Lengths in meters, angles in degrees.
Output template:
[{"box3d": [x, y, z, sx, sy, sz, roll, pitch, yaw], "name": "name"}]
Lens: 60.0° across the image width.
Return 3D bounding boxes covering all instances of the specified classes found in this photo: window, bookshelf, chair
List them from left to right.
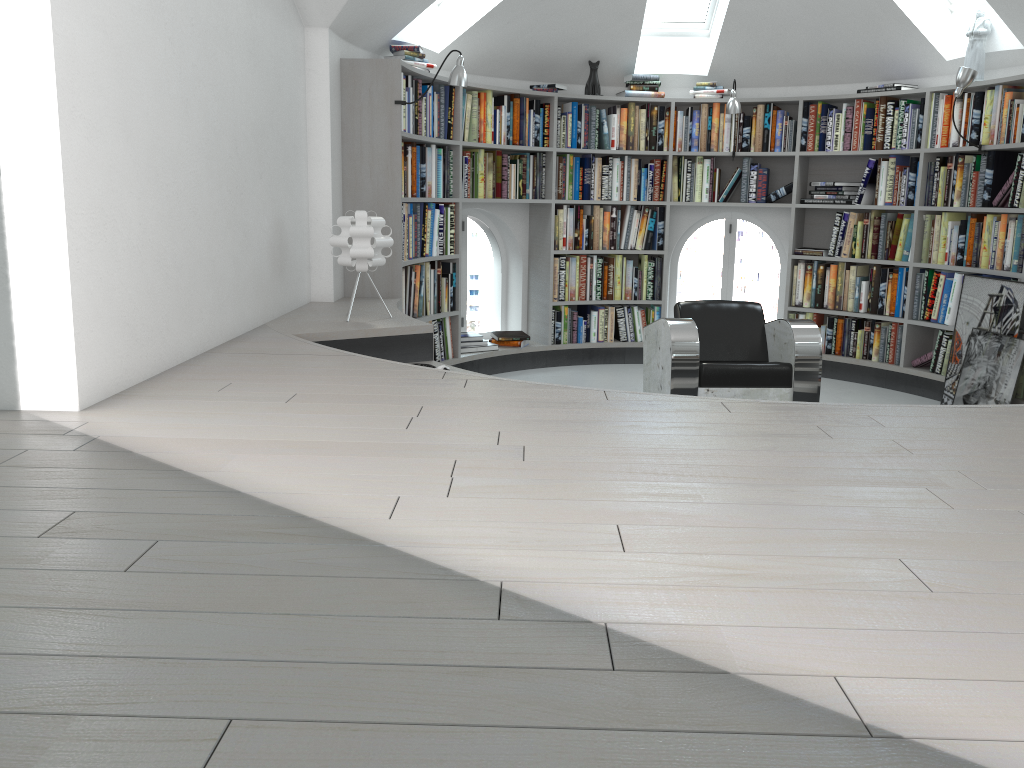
[{"box3d": [0.689, -0.875, 7.116, 3.231, 1.145, 0.620, -2, 11, -13], "name": "window"}, {"box3d": [1.194, -1.101, 6.193, 4.332, 1.870, 2.120, 1, 11, 1], "name": "bookshelf"}, {"box3d": [1.224, -2.836, 5.879, 4.055, 0.709, 1.943, 1, 12, 1], "name": "window"}, {"box3d": [1.223, -0.091, 5.075, 0.823, 0.716, 0.745, 0, 11, -4], "name": "chair"}]

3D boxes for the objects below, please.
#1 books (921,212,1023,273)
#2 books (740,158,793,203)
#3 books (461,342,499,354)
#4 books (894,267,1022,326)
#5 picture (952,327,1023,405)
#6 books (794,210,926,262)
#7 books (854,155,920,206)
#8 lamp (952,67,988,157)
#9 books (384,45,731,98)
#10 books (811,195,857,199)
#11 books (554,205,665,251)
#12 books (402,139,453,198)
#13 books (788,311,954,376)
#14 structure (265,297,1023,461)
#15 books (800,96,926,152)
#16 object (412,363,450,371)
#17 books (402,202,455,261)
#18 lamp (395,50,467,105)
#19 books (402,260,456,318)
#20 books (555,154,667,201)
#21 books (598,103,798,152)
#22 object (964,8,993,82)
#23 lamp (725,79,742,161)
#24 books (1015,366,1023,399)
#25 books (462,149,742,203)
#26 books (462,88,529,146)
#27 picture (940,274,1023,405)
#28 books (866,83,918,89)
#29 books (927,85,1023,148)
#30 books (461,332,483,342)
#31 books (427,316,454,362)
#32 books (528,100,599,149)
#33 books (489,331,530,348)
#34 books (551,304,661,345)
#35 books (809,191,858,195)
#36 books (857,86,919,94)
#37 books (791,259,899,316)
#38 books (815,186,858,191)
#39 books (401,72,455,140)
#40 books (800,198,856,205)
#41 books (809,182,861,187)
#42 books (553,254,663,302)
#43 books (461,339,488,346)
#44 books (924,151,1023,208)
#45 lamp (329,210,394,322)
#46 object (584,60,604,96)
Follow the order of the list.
[{"box3d": [3.037, -0.907, 5.635, 0.275, 0.346, 1.026, -2, 12, -14], "name": "books"}, {"box3d": [1.972, -1.553, 6.783, 0.399, 0.339, 0.225, 5, 12, 21], "name": "books"}, {"box3d": [-0.355, -0.289, 6.645, 0.366, 0.042, 0.389, -6, 14, -32], "name": "books"}, {"box3d": [2.998, -0.547, 5.764, 0.304, 0.357, 1.190, -3, 12, -18], "name": "books"}, {"box3d": [2.851, -0.030, 5.310, 0.107, 0.552, 0.492, -1, 11, -9], "name": "picture"}, {"box3d": [2.560, -1.085, 6.428, 0.976, 0.350, 0.252, 12, 15, 42], "name": "books"}, {"box3d": [2.727, -1.431, 6.246, 0.256, 0.349, 0.555, -9, 15, -42], "name": "books"}, {"box3d": [2.834, -1.667, 5.434, 0.275, 0.522, 0.113, -1, 10, -8], "name": "lamp"}, {"box3d": [0.339, -2.200, 6.389, 2.817, 0.172, 0.751, -5, 13, -28], "name": "books"}, {"box3d": [2.414, -1.392, 6.609, 0.286, 0.031, 0.270, 10, 15, 35], "name": "books"}, {"box3d": [0.729, -1.229, 6.961, 0.998, 0.350, 0.299, -2, 11, -15], "name": "books"}, {"box3d": [-0.672, -1.361, 5.654, 0.303, 0.346, 1.093, 4, 12, 16], "name": "books"}, {"box3d": [2.654, -0.316, 6.394, 0.360, 0.309, 1.503, -7, 14, -36], "name": "books"}, {"box3d": [1.152, -0.065, 4.973, 4.720, 0.689, 4.724, -10, 16, -43], "name": "structure"}, {"box3d": [2.534, -1.850, 6.347, 0.972, 0.365, 0.306, 12, 16, 43], "name": "books"}, {"box3d": [-0.365, -0.035, 3.792, 0.218, 0.082, 0.475, -7, 15, -35], "name": "object"}, {"box3d": [-0.646, -0.984, 5.685, 0.261, 0.357, 1.024, 4, 12, 18], "name": "books"}, {"box3d": [-0.463, -1.759, 5.094, 0.414, 0.310, 0.117, 1, 11, -2], "name": "lamp"}, {"box3d": [-0.723, -0.391, 5.533, 0.391, 0.692, 1.649, 3, 12, 11], "name": "books"}, {"box3d": [0.726, -1.608, 6.933, 1.028, 0.357, 0.302, -2, 11, -13], "name": "books"}, {"box3d": [1.411, -1.971, 6.830, 1.566, 0.365, 0.396, 2, 11, 6], "name": "books"}, {"box3d": [2.960, -2.150, 5.655, 0.179, 0.470, 0.180, 3, 11, 10], "name": "object"}, {"box3d": [1.624, -1.945, 6.557, 0.113, 0.563, 0.359, 2, 11, 8], "name": "lamp"}, {"box3d": [2.991, 0.045, 4.718, 0.272, 0.296, 1.153, 4, 12, 15], "name": "books"}, {"box3d": [0.575, -1.557, 6.708, 2.529, 0.369, 0.594, -3, 12, -18], "name": "books"}, {"box3d": [-0.209, -1.893, 6.329, 0.270, 0.371, 0.795, 11, 16, 43], "name": "books"}, {"box3d": [2.902, -0.222, 5.457, 0.090, 0.858, 0.581, -1, 11, -9], "name": "picture"}, {"box3d": [2.675, -2.087, 6.249, 0.233, 0.027, 0.248, -5, 13, -26], "name": "books"}, {"box3d": [3.040, -1.663, 5.513, 0.293, 0.360, 1.019, -2, 12, -16], "name": "books"}, {"box3d": [-0.354, -0.353, 6.633, 0.213, 0.036, 0.228, -4, 13, -22], "name": "books"}, {"box3d": [-0.673, -0.269, 5.884, 0.283, 0.318, 0.922, 5, 12, 19], "name": "books"}, {"box3d": [0.342, -1.957, 6.728, 0.683, 0.344, 0.266, -4, 12, -22], "name": "books"}, {"box3d": [-0.017, -0.343, 6.805, 0.318, 0.099, 0.293, 2, 12, 3], "name": "books"}, {"box3d": [0.713, -0.494, 7.091, 1.019, 0.305, 0.289, -2, 11, -14], "name": "books"}, {"box3d": [2.414, -1.423, 6.604, 0.270, 0.031, 0.287, -8, 15, -38], "name": "books"}, {"box3d": [2.675, -2.059, 6.253, 0.317, 0.036, 0.337, -8, 15, -36], "name": "books"}, {"box3d": [2.499, -0.725, 6.562, 0.874, 0.349, 0.273, 12, 15, 42], "name": "books"}, {"box3d": [2.415, -1.453, 6.598, 0.214, 0.036, 0.227, -8, 15, -38], "name": "books"}, {"box3d": [-0.658, -1.737, 5.565, 0.300, 0.359, 1.038, 4, 12, 17], "name": "books"}, {"box3d": [2.413, -1.360, 6.615, 0.389, 0.042, 0.366, 11, 16, 40], "name": "books"}, {"box3d": [2.415, -1.484, 6.593, 0.269, 0.031, 0.287, -3, 13, -19], "name": "books"}, {"box3d": [0.735, -0.851, 7.034, 1.032, 0.355, 0.294, -2, 11, -14], "name": "books"}, {"box3d": [-0.355, -0.322, 6.639, 0.269, 0.031, 0.287, -4, 13, -22], "name": "books"}, {"box3d": [3.036, -1.284, 5.570, 0.279, 0.356, 1.058, -2, 12, -13], "name": "books"}, {"box3d": [-0.734, -0.581, 4.330, 0.305, 0.522, 0.307, -1, 11, -10], "name": "lamp"}, {"box3d": [0.629, -2.310, 6.728, 0.147, 0.263, 0.203, 1, 11, -2], "name": "object"}]
